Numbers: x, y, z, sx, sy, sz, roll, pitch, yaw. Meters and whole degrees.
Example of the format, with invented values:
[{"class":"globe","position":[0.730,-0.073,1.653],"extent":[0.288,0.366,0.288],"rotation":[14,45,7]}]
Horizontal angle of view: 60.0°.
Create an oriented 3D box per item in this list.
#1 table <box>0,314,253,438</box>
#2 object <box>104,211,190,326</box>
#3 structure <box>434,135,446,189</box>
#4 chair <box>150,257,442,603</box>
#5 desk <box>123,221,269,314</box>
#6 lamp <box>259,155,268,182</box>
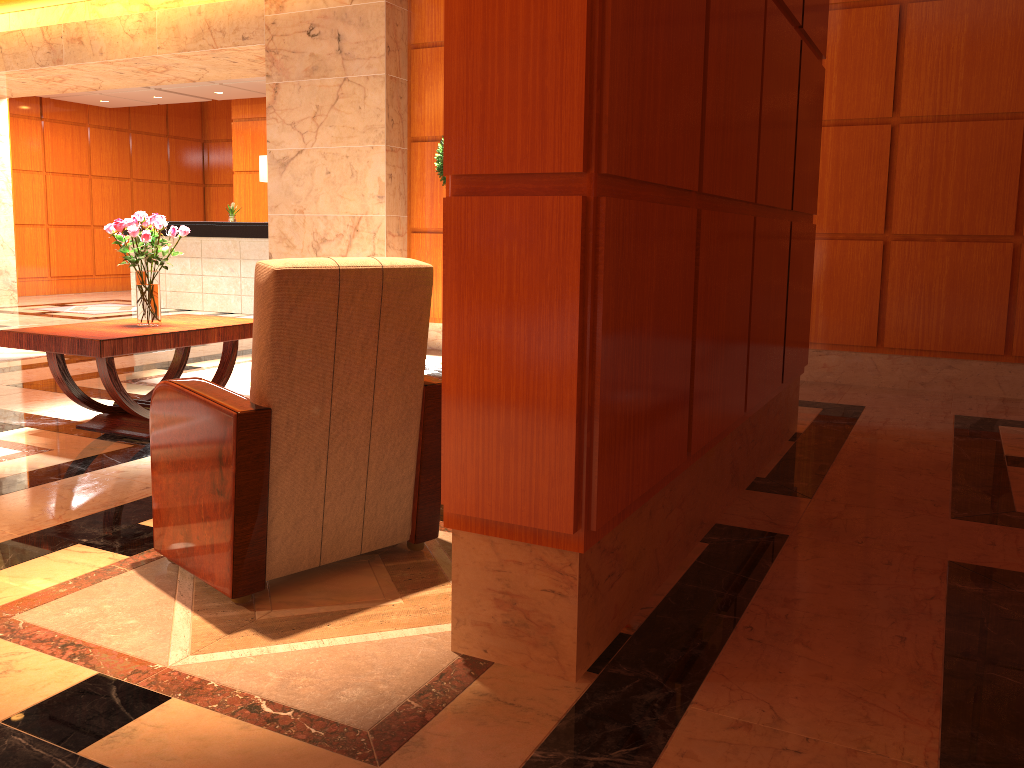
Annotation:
[{"class":"table","position":[-1.935,-0.050,4.731],"extent":[0.726,0.531,1.172],"rotation":[5,10,26]},{"class":"object","position":[-1.905,-0.604,4.633],"extent":[0.351,0.593,0.328],"rotation":[-6,11,-43]},{"class":"structure","position":[-0.276,-1.268,7.057],"extent":[0.722,1.704,0.725],"rotation":[2,8,5]},{"class":"chair","position":[-0.643,0.080,2.759],"extent":[0.739,0.956,0.630],"rotation":[-7,11,-44]},{"class":"desk","position":[-3.736,-1.556,11.693],"extent":[2.930,1.135,0.945],"rotation":[6,9,26]},{"class":"lamp","position":[-2.971,-2.435,11.117],"extent":[0.373,0.816,0.374],"rotation":[-5,10,-38]}]
